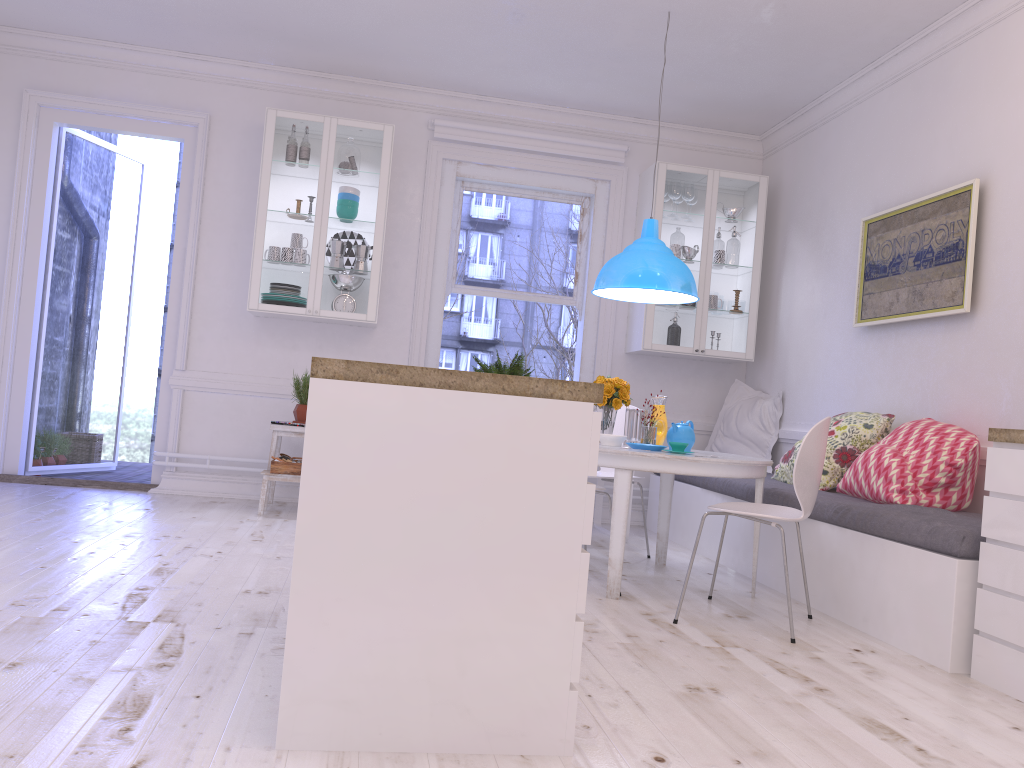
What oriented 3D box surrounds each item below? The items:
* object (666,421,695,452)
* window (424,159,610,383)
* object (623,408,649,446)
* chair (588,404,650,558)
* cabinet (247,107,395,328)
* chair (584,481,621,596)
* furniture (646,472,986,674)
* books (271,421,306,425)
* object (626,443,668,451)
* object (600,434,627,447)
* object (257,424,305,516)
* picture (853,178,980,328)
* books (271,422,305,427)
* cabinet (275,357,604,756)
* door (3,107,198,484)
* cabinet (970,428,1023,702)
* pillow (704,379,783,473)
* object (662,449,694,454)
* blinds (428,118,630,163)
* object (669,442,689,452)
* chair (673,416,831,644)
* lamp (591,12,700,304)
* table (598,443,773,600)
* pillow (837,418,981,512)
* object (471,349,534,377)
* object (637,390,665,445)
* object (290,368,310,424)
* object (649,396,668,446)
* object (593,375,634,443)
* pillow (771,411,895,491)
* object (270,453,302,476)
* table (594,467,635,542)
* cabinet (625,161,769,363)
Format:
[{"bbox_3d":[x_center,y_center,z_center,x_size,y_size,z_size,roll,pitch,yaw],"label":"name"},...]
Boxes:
[{"bbox_3d":[0.830,0.251,4.331,0.156,0.151,0.150,5,-1,-6],"label":"object"},{"bbox_3d":[0.018,-0.650,6.451,1.234,1.782,0.181,5,-1,-9],"label":"window"},{"bbox_3d":[0.627,0.221,4.492,0.101,0.186,0.122,4,-2,21],"label":"object"},{"bbox_3d":[0.481,0.522,4.936,0.604,0.845,0.483,4,-2,36],"label":"chair"},{"bbox_3d":[-1.256,-1.081,5.899,0.823,1.311,0.425,5,-1,-9],"label":"cabinet"},{"bbox_3d":[0.223,0.477,4.090,0.483,0.845,0.604,5,-1,-9],"label":"chair"},{"bbox_3d":[1.565,0.779,4.702,0.769,0.508,3.296,5,-1,-9],"label":"furniture"},{"bbox_3d":[-1.371,0.249,5.623,0.246,0.007,0.180,4,-2,21],"label":"books"},{"bbox_3d":[0.620,0.291,4.090,0.196,0.023,0.196,6,-2,-22],"label":"object"},{"bbox_3d":[0.473,0.267,4.218,0.147,0.052,0.147,4,-2,33],"label":"object"},{"bbox_3d":[-1.336,0.534,5.593,0.418,0.534,0.599,5,-1,-9],"label":"object"},{"bbox_3d":[2.069,-0.642,4.613,0.020,0.629,0.971,5,-1,-9],"label":"picture"},{"bbox_3d":[-1.372,0.258,5.623,0.246,0.011,0.180,4,-2,21],"label":"books"},{"bbox_3d":[-0.244,0.396,2.530,0.654,0.842,1.167,5,-1,-9],"label":"cabinet"},{"bbox_3d":[-2.812,-0.550,6.413,1.009,2.474,1.021,5,-1,-9],"label":"door"},{"bbox_3d":[1.984,0.591,2.534,0.654,0.842,1.036,5,-1,-9],"label":"cabinet"},{"bbox_3d":[1.626,0.282,6.202,0.374,0.642,0.677,6,-2,-39],"label":"pillow"},{"bbox_3d":[0.746,0.306,3.982,0.147,0.011,0.147,5,-1,-7],"label":"object"},{"bbox_3d":[0.132,-1.718,6.292,1.451,0.131,0.136,5,-1,-9],"label":"blinds"},{"bbox_3d":[0.747,0.285,3.983,0.088,0.043,0.088,5,-1,-2],"label":"object"},{"bbox_3d":[0.997,0.532,3.575,0.483,0.845,0.604,4,-2,26],"label":"chair"},{"bbox_3d":[0.783,-1.429,4.688,0.568,1.948,0.568,4,-2,25],"label":"lamp"},{"bbox_3d":[0.637,0.625,4.255,1.140,0.629,1.140,4,-2,19],"label":"table"},{"bbox_3d":[1.855,0.357,4.094,0.491,0.424,0.587,5,-1,-7],"label":"pillow"},{"bbox_3d":[-0.063,0.032,5.770,0.438,0.527,0.368,5,-1,-9],"label":"object"},{"bbox_3d":[0.677,0.169,4.279,0.128,0.287,0.128,5,-1,-8],"label":"object"},{"bbox_3d":[-1.302,0.067,5.627,0.196,0.367,0.186,4,-2,35],"label":"object"},{"bbox_3d":[0.739,0.190,4.485,0.094,0.267,0.116,5,-2,17],"label":"object"},{"bbox_3d":[0.485,0.125,4.478,0.234,0.351,0.235,6,-2,-44],"label":"object"},{"bbox_3d":[1.745,0.361,4.769,0.509,0.447,0.592,5,-1,-4],"label":"pillow"},{"bbox_3d":[-1.283,0.493,5.393,0.358,0.110,0.211,5,-1,-7],"label":"object"},{"bbox_3d":[0.016,0.612,5.652,1.514,0.619,0.736,5,-1,-9],"label":"table"},{"bbox_3d":[1.317,-0.845,6.328,0.823,1.311,0.425,5,-1,-9],"label":"cabinet"}]
